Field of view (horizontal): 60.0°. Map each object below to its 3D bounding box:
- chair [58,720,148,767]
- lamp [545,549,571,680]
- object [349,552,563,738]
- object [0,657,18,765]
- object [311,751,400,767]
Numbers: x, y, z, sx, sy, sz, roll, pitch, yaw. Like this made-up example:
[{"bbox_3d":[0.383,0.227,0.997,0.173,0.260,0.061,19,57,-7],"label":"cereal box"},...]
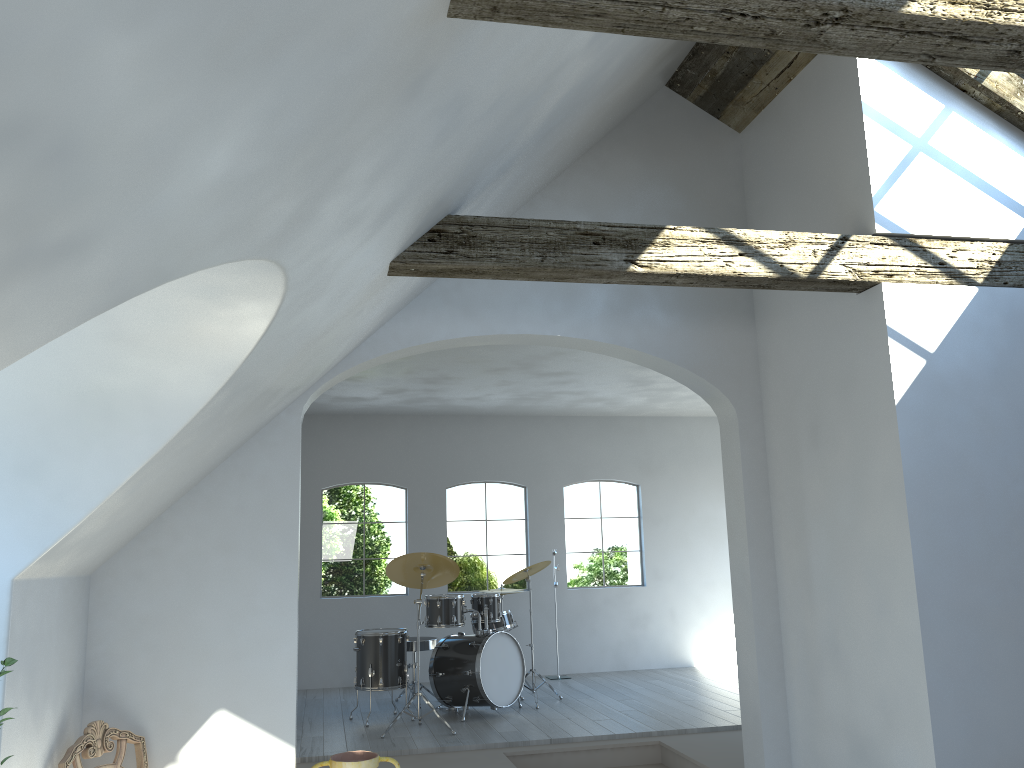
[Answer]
[{"bbox_3d":[-1.611,2.107,3.936,0.655,1.159,0.552,-4,-11,13],"label":"chair"},{"bbox_3d":[0.486,2.528,9.805,0.232,1.383,0.238,1,-11,-12],"label":"lamp"},{"bbox_3d":[-0.618,2.216,7.977,1.465,1.383,2.354,-8,-13,32],"label":"object"},{"bbox_3d":[-1.835,1.451,2.541,0.718,1.920,0.737,-3,-11,7],"label":"object"},{"bbox_3d":[-0.880,2.396,4.949,0.396,0.605,0.402,-9,-13,34],"label":"object"}]
